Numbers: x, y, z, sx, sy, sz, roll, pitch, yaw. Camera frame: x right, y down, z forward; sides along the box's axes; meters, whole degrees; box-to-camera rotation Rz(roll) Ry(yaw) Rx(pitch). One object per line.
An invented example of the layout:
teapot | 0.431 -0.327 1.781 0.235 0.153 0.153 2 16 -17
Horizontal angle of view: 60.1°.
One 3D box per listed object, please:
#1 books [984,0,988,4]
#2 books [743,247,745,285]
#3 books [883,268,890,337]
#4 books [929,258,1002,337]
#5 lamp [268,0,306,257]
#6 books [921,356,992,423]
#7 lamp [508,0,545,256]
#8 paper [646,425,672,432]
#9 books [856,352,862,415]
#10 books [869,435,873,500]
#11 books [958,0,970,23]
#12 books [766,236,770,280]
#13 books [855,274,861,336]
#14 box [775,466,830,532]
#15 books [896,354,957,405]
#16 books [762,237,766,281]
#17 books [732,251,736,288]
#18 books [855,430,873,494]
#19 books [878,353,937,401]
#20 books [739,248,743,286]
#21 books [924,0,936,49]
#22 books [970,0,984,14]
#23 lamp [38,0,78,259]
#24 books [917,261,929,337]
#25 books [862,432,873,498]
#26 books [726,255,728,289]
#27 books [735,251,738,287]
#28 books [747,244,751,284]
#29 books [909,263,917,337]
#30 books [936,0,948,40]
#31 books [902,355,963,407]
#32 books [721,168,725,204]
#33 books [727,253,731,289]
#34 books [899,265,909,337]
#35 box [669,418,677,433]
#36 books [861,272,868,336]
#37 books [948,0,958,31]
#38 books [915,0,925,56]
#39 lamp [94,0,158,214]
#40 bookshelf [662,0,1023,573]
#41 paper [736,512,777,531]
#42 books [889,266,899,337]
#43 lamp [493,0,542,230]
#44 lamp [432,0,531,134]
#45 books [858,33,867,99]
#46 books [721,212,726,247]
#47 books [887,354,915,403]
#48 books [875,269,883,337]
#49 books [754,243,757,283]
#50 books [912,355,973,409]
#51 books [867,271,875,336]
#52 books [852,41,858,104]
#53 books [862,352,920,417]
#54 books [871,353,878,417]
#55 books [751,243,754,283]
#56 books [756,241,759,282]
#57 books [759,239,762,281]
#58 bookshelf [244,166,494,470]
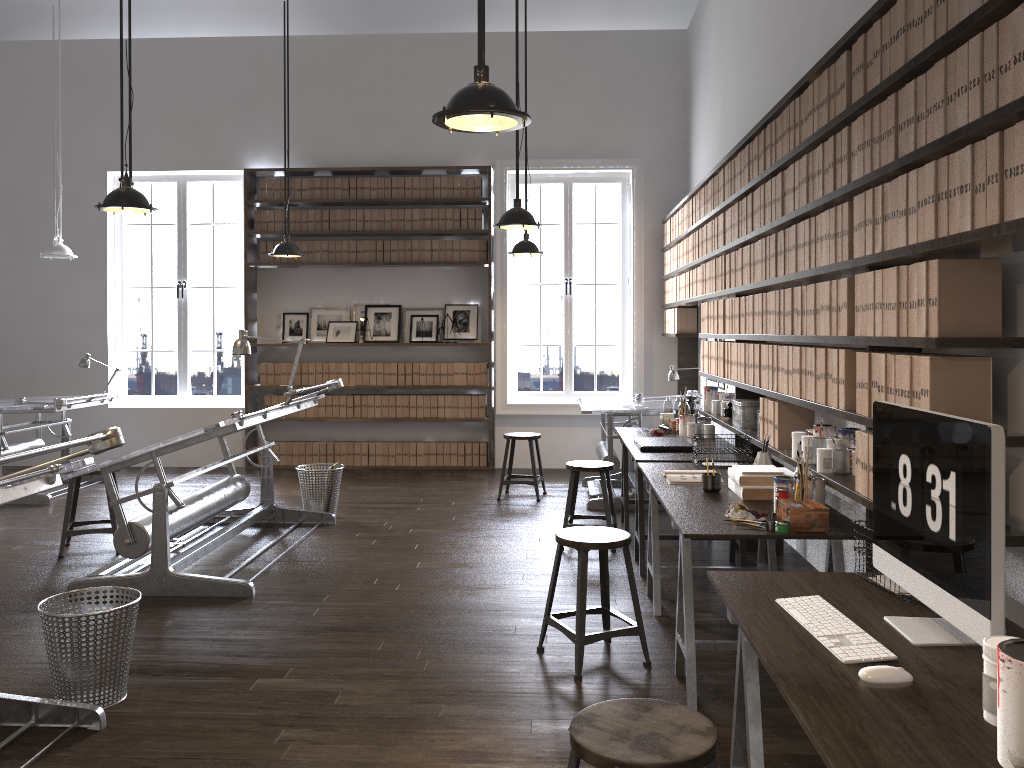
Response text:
books | 1.253 -1.042 2.159 0.174 0.226 0.067 0 1 3
books | 1.391 -0.657 4.978 0.174 0.225 0.067 0 1 3
books | 1.292 -0.260 2.848 0.174 0.225 0.067 0 1 3
books | 1.278 -0.239 2.501 0.174 0.225 0.067 0 1 3
lamp | -1.933 -2.224 7.596 0.313 2.251 0.311 0 0 -18
books | 1.277 0.033 2.550 0.174 0.225 0.067 0 1 3
lamp | 0.118 -2.223 7.496 0.313 2.251 0.311 0 0 -18
paper | 1.022 0.314 6.186 0.137 0.038 0.155 -1 3 -12
books | 1.307 0.000 3.108 0.174 0.225 0.067 0 1 3
books | 1.294 0.286 2.964 0.174 0.226 0.067 0 1 3
books | 1.263 -1.051 2.304 0.174 0.225 0.067 0 1 3
books | 1.364 -0.625 4.425 0.174 0.225 0.067 0 1 3
books | 1.307 -0.276 3.123 0.174 0.225 0.067 0 1 3
box | 1.036 0.404 3.171 0.137 0.207 0.212 0 2 3
books | 1.289 0.021 2.746 0.174 0.225 0.067 0 1 3
books | 1.363 -0.628 4.489 0.174 0.226 0.067 0 1 3
books | 1.401 -0.674 5.253 0.174 0.225 0.067 0 1 3
books | 1.304 0.277 3.108 0.174 0.225 0.067 0 1 3
books | 1.292 0.013 2.888 0.174 0.225 0.067 0 1 3
books | 1.389 -0.661 5.045 0.174 0.226 0.067 0 1 3
books | 1.271 -1.063 2.513 0.174 0.226 0.067 0 1 3
books | 1.257 -1.047 2.231 0.174 0.225 0.067 0 1 3
lamp | -3.947 -2.224 7.686 0.313 2.251 0.311 0 0 -18
books | 1.276 -0.244 2.572 0.174 0.225 0.067 0 1 3
books | 1.297 0.281 3.036 0.174 0.225 0.067 0 1 3
books | 1.416 -0.687 5.473 0.174 0.225 0.067 0 1 3
books | 1.402 -0.669 5.183 0.174 0.225 0.067 0 1 3
books | 1.381 -0.649 4.843 0.174 0.226 0.067 0 1 3
books | 1.284 -0.248 2.643 0.174 0.225 0.067 0 1 3
books | 1.272 -1.059 2.443 0.174 0.225 0.067 0 1 3
books | 1.280 0.025 2.679 0.174 0.226 0.067 0 1 3
books | 1.413 -1.245 5.578 0.174 0.225 0.067 0 1 3
books | 1.407 -0.682 5.400 0.174 0.226 0.067 0 1 3
books | 1.287 -0.252 2.714 0.174 0.225 0.067 0 1 3
box | 1.177 0.287 6.195 0.137 0.083 0.212 0 3 2
books | 1.302 -0.272 3.053 0.174 0.225 0.067 0 1 3
books | 1.271 -1.055 2.373 0.174 0.225 0.067 0 1 3
books | 1.277 -1.067 2.585 0.174 0.225 0.067 0 1 3
lamp | -2.067 -2.054 4.734 0.313 2.251 0.311 0 0 23
bookshelf | 1.433 0.242 4.042 0.373 3.203 9.191 0 3 3
paper | 0.883 0.491 3.195 0.137 0.038 0.155 1 3 17
books | 1.284 -0.256 2.781 0.174 0.226 0.067 0 1 3
lamp | 0.032 -2.107 5.551 0.313 2.251 0.311 0 0 -18
lamp | -0.098 -1.942 2.768 0.313 2.251 0.311 0 1 27
books | 1.297 -1.096 3.070 0.174 0.226 0.067 0 1 3
books | 1.415 -0.968 5.588 0.174 0.226 0.067 0 1 3
books | 1.293 0.017 2.817 0.174 0.225 0.067 0 1 3
books | 1.293 -0.264 2.911 0.174 0.225 0.067 0 1 3
books | 1.380 -0.641 4.703 0.174 0.225 0.067 0 1 3
books | 1.282 0.029 2.612 0.174 0.225 0.067 0 1 3
books | 1.295 -0.268 2.983 0.174 0.226 0.067 0 1 3
books | 1.306 -1.101 3.144 0.174 0.225 0.067 0 1 3
books | 1.298 0.004 3.034 0.174 0.226 0.067 0 1 3
books | 1.300 0.009 2.959 0.174 0.225 0.067 0 1 3
books | 1.382 -0.645 4.772 0.174 0.225 0.067 0 1 3
books | 1.373 -0.637 4.633 0.174 0.225 0.067 0 1 3
books | 1.366 -0.633 4.561 0.174 0.225 0.067 0 1 3
bookshelf | -1.426 -0.302 8.999 2.473 3.722 0.413 0 0 3
